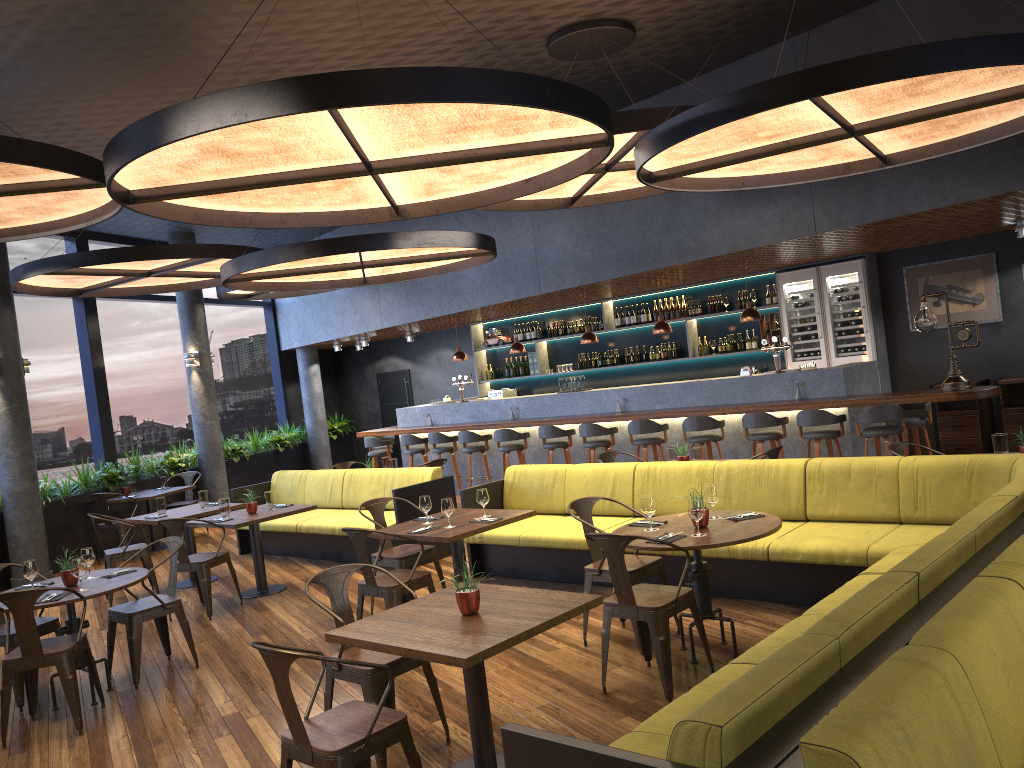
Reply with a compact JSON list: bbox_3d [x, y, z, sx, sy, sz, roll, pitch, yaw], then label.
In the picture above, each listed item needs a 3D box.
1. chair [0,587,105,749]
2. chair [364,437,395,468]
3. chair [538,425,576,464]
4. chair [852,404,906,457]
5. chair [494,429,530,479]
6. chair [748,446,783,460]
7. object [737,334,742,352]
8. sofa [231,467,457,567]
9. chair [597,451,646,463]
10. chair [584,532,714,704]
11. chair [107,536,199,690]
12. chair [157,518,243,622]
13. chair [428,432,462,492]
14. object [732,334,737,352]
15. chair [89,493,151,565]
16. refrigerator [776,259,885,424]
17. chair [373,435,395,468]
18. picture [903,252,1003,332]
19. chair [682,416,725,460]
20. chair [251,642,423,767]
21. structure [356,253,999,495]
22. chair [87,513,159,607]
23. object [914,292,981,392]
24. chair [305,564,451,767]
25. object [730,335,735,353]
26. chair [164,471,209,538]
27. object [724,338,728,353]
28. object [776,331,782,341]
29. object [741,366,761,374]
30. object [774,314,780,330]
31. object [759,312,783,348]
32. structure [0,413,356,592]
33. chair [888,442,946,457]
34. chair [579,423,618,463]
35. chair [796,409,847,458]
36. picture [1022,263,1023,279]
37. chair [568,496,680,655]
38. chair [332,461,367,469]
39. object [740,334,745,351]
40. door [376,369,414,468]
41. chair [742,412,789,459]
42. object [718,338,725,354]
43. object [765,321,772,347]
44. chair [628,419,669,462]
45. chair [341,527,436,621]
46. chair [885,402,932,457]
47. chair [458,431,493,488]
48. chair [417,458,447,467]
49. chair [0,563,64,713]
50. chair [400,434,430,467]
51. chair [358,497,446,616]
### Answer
[{"bbox_3d":[-2.841,1.647,5.385,0.504,0.917,0.541,-7,1,-8],"label":"chair"},{"bbox_3d":[-2.013,1.314,13.839,0.483,1.048,0.438,-7,1,14],"label":"chair"},{"bbox_3d":[0.634,1.029,11.490,0.483,1.048,0.438,-7,1,14],"label":"chair"},{"bbox_3d":[3.628,0.710,8.688,0.483,1.048,0.438,-6,1,34],"label":"chair"},{"bbox_3d":[0.028,1.097,11.888,0.438,1.048,0.483,-8,1,-28],"label":"chair"},{"bbox_3d":[2.054,0.995,7.505,0.541,0.917,0.504,-6,2,43],"label":"chair"},{"bbox_3d":[3.178,-0.576,12.404,0.063,0.254,0.063,-7,1,5],"label":"object"},{"bbox_3d":[-2.015,1.459,9.905,3.061,0.914,0.966,-6,1,42],"label":"sofa"},{"bbox_3d":[1.139,1.093,8.343,0.541,0.917,0.504,-6,2,43],"label":"chair"},{"bbox_3d":[0.731,1.211,4.861,0.504,0.917,0.541,-6,2,43],"label":"chair"},{"bbox_3d":[-2.566,1.595,6.298,0.504,0.917,0.541,-6,2,43],"label":"chair"},{"bbox_3d":[-2.789,1.592,7.865,0.504,0.917,0.541,-7,1,20],"label":"chair"},{"bbox_3d":[-0.931,1.196,12.925,0.483,1.048,0.438,-7,1,14],"label":"chair"},{"bbox_3d":[3.151,-0.576,12.576,0.063,0.254,0.063,-7,1,5],"label":"object"},{"bbox_3d":[-5.036,1.805,11.341,0.504,0.917,0.541,-7,1,17],"label":"chair"},{"bbox_3d":[4.159,-0.476,11.495,1.159,2.109,0.454,-6,1,42],"label":"refrigerator"},{"bbox_3d":[-2.142,1.311,14.818,0.483,1.048,0.438,-7,1,-19],"label":"chair"},{"bbox_3d":[5.278,-1.090,10.656,1.039,0.809,0.028,-6,1,42],"label":"picture"},{"bbox_3d":[2.201,0.861,10.064,0.438,1.048,0.483,-8,1,-33],"label":"chair"},{"bbox_3d":[-0.694,1.415,3.534,0.504,0.917,0.541,-6,2,43],"label":"chair"},{"bbox_3d":[1.777,0.042,12.163,9.298,2.700,2.700,-6,1,42],"label":"structure"},{"bbox_3d":[-3.919,1.713,8.931,0.541,0.917,0.504,-8,1,-29],"label":"chair"},{"bbox_3d":[4.159,-0.409,8.463,0.566,0.944,0.263,-6,1,35],"label":"object"},{"bbox_3d":[-0.706,1.398,4.484,0.541,0.917,0.504,-6,2,43],"label":"chair"},{"bbox_3d":[3.102,-0.569,12.509,0.063,0.254,0.063,-8,1,-20],"label":"object"},{"bbox_3d":[-4.665,1.734,12.615,0.504,0.917,0.541,-7,1,7],"label":"chair"},{"bbox_3d":[3.048,-0.549,12.621,0.088,0.224,0.088,-6,1,37],"label":"object"},{"bbox_3d":[3.626,-0.613,12.013,0.097,0.206,0.097,-7,1,-8],"label":"object"},{"bbox_3d":[3.364,0.000,12.383,0.310,0.492,0.204,-6,1,42],"label":"object"},{"bbox_3d":[3.597,-0.845,12.009,0.097,0.206,0.097,-7,1,-8],"label":"object"},{"bbox_3d":[3.556,-0.729,12.058,0.300,0.475,0.161,-6,1,42],"label":"object"},{"bbox_3d":[-5.716,1.641,11.421,0.808,1.413,17.112,-7,1,17],"label":"structure"},{"bbox_3d":[3.112,0.882,6.516,0.541,0.917,0.504,-6,2,43],"label":"chair"},{"bbox_3d":[1.100,0.981,10.989,0.438,1.048,0.483,-7,1,-19],"label":"chair"},{"bbox_3d":[3.188,0.757,9.077,0.438,1.048,0.483,-7,1,-19],"label":"chair"},{"bbox_3d":[6.247,-1.069,9.786,1.039,0.697,0.028,-6,1,42],"label":"picture"},{"bbox_3d":[0.694,1.199,5.743,0.541,0.917,0.504,-6,2,43],"label":"chair"},{"bbox_3d":[-1.898,1.420,11.001,0.541,0.917,0.504,-6,2,43],"label":"chair"},{"bbox_3d":[3.227,-0.583,12.472,0.063,0.254,0.063,-8,1,-40],"label":"object"},{"bbox_3d":[-2.245,0.761,17.721,1.012,2.056,0.137,-6,1,42],"label":"door"},{"bbox_3d":[2.775,0.800,9.545,0.483,1.048,0.438,-7,1,14],"label":"chair"},{"bbox_3d":[2.963,-0.537,12.551,0.088,0.224,0.088,-7,1,12],"label":"object"},{"bbox_3d":[3.510,-0.678,12.109,0.091,0.369,0.092,-7,1,11],"label":"object"},{"bbox_3d":[1.667,0.919,10.523,0.483,1.048,0.438,-7,1,3],"label":"chair"},{"bbox_3d":[-0.830,1.382,6.082,0.504,0.917,0.541,-6,2,43],"label":"chair"},{"bbox_3d":[4.114,0.640,9.171,0.483,1.048,0.438,-7,1,14],"label":"chair"},{"bbox_3d":[-0.479,1.150,12.408,0.438,1.048,0.483,-7,1,-19],"label":"chair"},{"bbox_3d":[-0.969,1.321,10.150,0.541,0.917,0.504,-6,2,43],"label":"chair"},{"bbox_3d":[-3.414,1.705,6.091,0.541,0.917,0.504,-7,1,24],"label":"chair"},{"bbox_3d":[-1.378,1.245,13.317,0.483,1.048,0.438,-7,1,14],"label":"chair"},{"bbox_3d":[-0.886,1.370,7.062,0.541,0.917,0.504,-6,2,43],"label":"chair"}]
